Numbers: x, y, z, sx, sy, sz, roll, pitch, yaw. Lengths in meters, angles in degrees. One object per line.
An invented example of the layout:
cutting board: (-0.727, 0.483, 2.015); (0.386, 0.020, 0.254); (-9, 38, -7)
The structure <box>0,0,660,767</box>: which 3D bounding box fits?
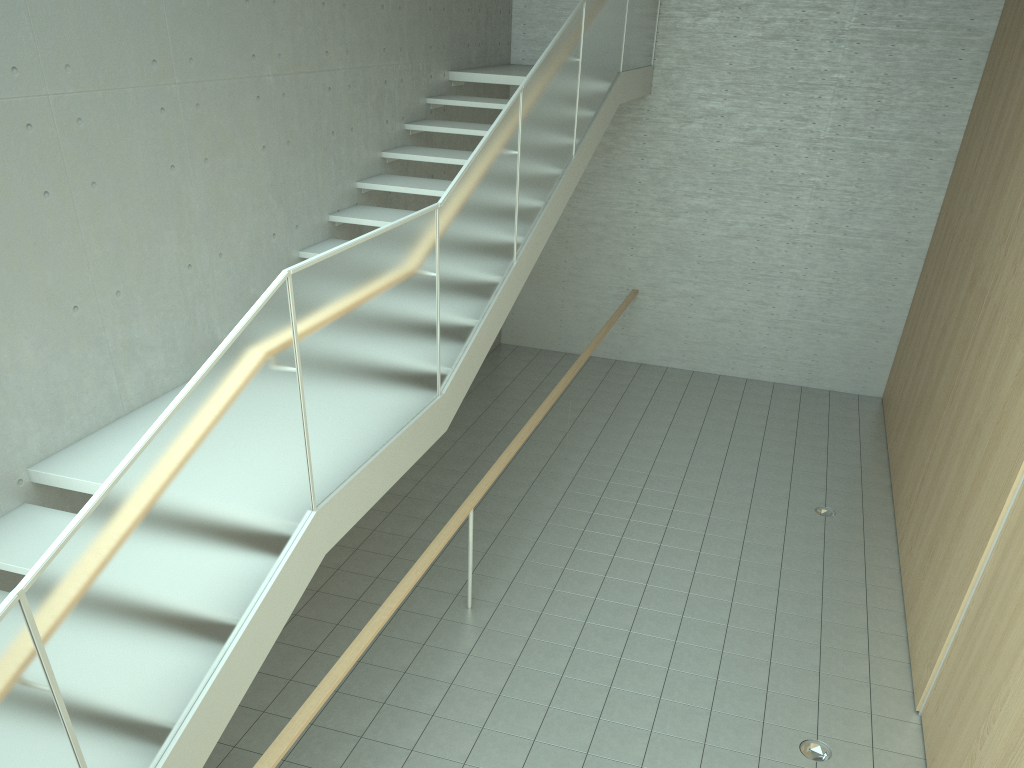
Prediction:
structure: (-1.220, -0.199, 4.913); (1.858, 4.877, 11.151); (12, 27, 16)
